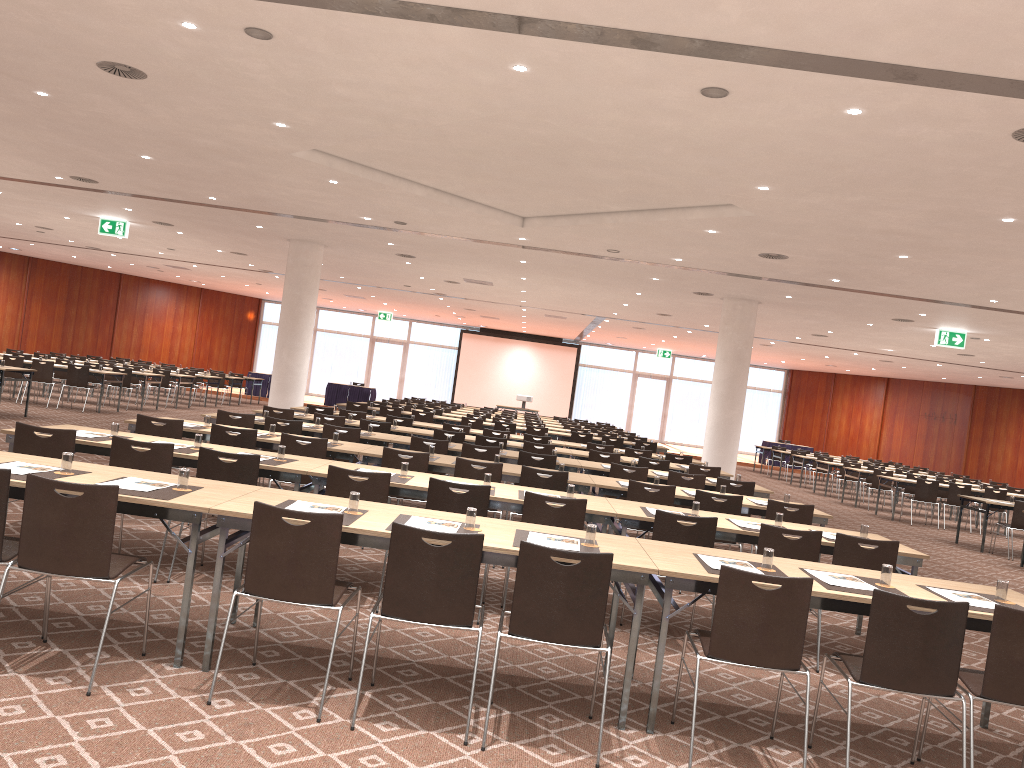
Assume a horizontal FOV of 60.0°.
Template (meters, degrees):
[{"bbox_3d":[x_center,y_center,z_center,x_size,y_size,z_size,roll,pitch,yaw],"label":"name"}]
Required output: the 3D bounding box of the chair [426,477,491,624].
[{"bbox_3d":[-0.417,1.145,6.354,0.535,0.939,0.614,8,0,2],"label":"chair"}]

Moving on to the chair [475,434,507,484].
[{"bbox_3d":[-0.333,1.181,12.276,0.535,0.939,0.614,8,0,2],"label":"chair"}]

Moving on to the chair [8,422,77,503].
[{"bbox_3d":[-3.304,0.757,6.352,0.535,0.939,0.614,8,0,2],"label":"chair"}]

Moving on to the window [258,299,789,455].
[{"bbox_3d":[0.270,-0.236,38.367,22.961,3.872,0.217,8,0,1],"label":"window"}]

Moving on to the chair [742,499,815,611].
[{"bbox_3d":[2.485,1.543,8.271,0.535,0.939,0.613,8,0,-2],"label":"chair"}]

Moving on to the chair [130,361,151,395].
[{"bbox_3d":[-10.898,-0.181,25.880,0.535,0.939,0.614,8,0,2],"label":"chair"}]

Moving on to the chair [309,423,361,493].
[{"bbox_3d":[-2.019,0.946,10.377,0.535,0.939,0.613,8,0,-2],"label":"chair"}]

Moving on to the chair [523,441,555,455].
[{"bbox_3d":[0.321,1.269,12.302,0.535,0.939,0.614,8,0,2],"label":"chair"}]

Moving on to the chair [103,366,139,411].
[{"bbox_3d":[-8.710,0.087,19.849,0.535,0.939,0.613,8,0,-2],"label":"chair"}]

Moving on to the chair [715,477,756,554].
[{"bbox_3d":[2.503,1.554,10.271,0.535,0.939,0.614,8,0,3],"label":"chair"}]

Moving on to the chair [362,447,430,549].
[{"bbox_3d":[-1.022,1.072,8.320,0.535,0.939,0.614,8,0,3],"label":"chair"}]

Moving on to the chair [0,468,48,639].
[{"bbox_3d":[-2.644,0.837,4.343,0.535,0.939,0.613,8,0,-2],"label":"chair"}]

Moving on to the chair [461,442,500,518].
[{"bbox_3d":[-0.416,1.162,10.354,0.535,0.939,0.613,8,0,-1],"label":"chair"}]

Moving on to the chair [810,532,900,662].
[{"bbox_3d":[2.414,1.525,6.314,0.535,0.939,0.614,8,0,3],"label":"chair"}]

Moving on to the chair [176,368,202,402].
[{"bbox_3d":[-9.374,0.023,25.859,0.535,0.939,0.613,8,0,-2],"label":"chair"}]

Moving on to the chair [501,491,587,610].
[{"bbox_3d":[0.244,1.233,6.302,0.535,0.939,0.613,8,0,0],"label":"chair"}]

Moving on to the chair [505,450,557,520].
[{"bbox_3d":[0.236,1.249,10.268,0.535,0.939,0.613,8,0,0],"label":"chair"}]

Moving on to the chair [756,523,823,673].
[{"bbox_3d":[1.863,1.451,6.279,0.535,0.939,0.613,8,0,-1],"label":"chair"}]

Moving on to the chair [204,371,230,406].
[{"bbox_3d":[-8.619,0.125,25.988,0.535,0.939,0.613,8,0,-1],"label":"chair"}]

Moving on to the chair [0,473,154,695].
[{"bbox_3d":[-2.106,0.909,4.300,0.535,0.939,0.613,8,0,0],"label":"chair"}]

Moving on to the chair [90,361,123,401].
[{"bbox_3d":[-9.985,-0.075,21.948,0.535,0.939,0.613,8,0,0],"label":"chair"}]

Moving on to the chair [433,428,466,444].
[{"bbox_3d":[-0.919,1.103,12.361,0.535,0.939,0.613,8,0,-2],"label":"chair"}]

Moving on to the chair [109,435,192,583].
[{"bbox_3d":[-2.613,0.849,6.308,0.535,0.939,0.614,8,0,0],"label":"chair"}]

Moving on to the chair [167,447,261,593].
[{"bbox_3d":[-2.016,0.930,6.334,0.535,0.939,0.614,8,0,2],"label":"chair"}]

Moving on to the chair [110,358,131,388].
[{"bbox_3d":[-11.551,-0.268,26.030,0.535,0.939,0.614,8,0,3],"label":"chair"}]

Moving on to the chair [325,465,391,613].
[{"bbox_3d":[-1.115,1.051,6.287,0.535,0.939,0.613,8,0,-1],"label":"chair"}]

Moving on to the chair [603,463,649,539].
[{"bbox_3d":[1.285,1.390,10.288,0.535,0.939,0.614,8,0,1],"label":"chair"}]

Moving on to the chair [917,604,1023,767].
[{"bbox_3d":[2.405,1.515,4.271,0.535,0.939,0.614,8,0,3],"label":"chair"}]

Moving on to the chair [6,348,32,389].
[{"bbox_3d":[-12.312,-0.388,22.040,0.535,0.939,0.614,8,0,2],"label":"chair"}]

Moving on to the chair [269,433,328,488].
[{"bbox_3d":[-1.984,0.943,8.376,0.535,0.939,0.613,8,0,-1],"label":"chair"}]

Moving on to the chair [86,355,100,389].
[{"bbox_3d":[-12.226,-0.359,25.980,0.535,0.939,0.613,8,0,-2],"label":"chair"}]

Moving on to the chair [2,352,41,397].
[{"bbox_3d":[-10.995,-0.219,19.962,0.535,0.939,0.613,8,0,-1],"label":"chair"}]

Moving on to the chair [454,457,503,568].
[{"bbox_3d":[-0.353,1.161,8.276,0.535,0.939,0.614,8,0,1],"label":"chair"}]

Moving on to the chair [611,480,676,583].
[{"bbox_3d":[1.238,1.376,8.330,0.535,0.939,0.614,8,0,2],"label":"chair"}]

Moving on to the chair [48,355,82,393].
[{"bbox_3d":[-10.972,-0.208,21.881,0.535,0.939,0.613,8,0,-2],"label":"chair"}]

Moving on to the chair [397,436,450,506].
[{"bbox_3d":[-1.002,1.083,10.320,0.535,0.939,0.613,8,0,-2],"label":"chair"}]

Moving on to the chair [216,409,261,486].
[{"bbox_3d":[-3.231,0.783,10.352,0.535,0.939,0.613,8,0,-2],"label":"chair"}]

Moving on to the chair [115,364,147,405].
[{"bbox_3d":[-9.365,0.008,21.858,0.535,0.939,0.613,8,0,-2],"label":"chair"}]

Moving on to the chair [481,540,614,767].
[{"bbox_3d":[0.199,1.219,4.268,0.535,0.939,0.614,8,0,2],"label":"chair"}]

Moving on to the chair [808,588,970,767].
[{"bbox_3d":[1.831,1.438,4.245,0.535,0.939,0.614,8,0,4],"label":"chair"}]

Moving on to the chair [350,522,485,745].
[{"bbox_3d":[-0.406,1.137,4.311,0.535,0.939,0.613,8,0,0],"label":"chair"}]

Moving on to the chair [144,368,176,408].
[{"bbox_3d":[-8.683,0.100,21.989,0.535,0.939,0.613,8,0,-1],"label":"chair"}]

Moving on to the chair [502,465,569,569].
[{"bbox_3d":[0.255,1.243,8.302,0.535,0.939,0.614,8,0,4],"label":"chair"}]

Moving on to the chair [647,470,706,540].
[{"bbox_3d":[1.945,1.479,10.321,0.535,0.939,0.613,8,0,-1],"label":"chair"}]

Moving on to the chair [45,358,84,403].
[{"bbox_3d":[-9.977,-0.083,19.867,0.535,0.939,0.614,8,0,3],"label":"chair"}]

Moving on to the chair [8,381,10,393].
[{"bbox_3d":[-11.665,-0.310,19.890,0.535,0.939,0.614,8,0,4],"label":"chair"}]

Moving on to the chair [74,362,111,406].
[{"bbox_3d":[-9.412,-0.007,19.999,0.535,0.939,0.613,8,0,-1],"label":"chair"}]

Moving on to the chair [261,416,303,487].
[{"bbox_3d":[-2.667,0.859,10.309,0.535,0.939,0.613,8,0,0],"label":"chair"}]

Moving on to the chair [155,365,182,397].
[{"bbox_3d":[-10.000,-0.060,25.949,0.535,0.939,0.614,8,0,1],"label":"chair"}]

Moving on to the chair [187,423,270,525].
[{"bbox_3d":[-2.611,0.858,8.343,0.535,0.939,0.614,8,0,2],"label":"chair"}]

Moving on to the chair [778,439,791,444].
[{"bbox_3d":[9.854,2.506,32.093,0.535,0.939,0.614,8,0,1],"label":"chair"}]

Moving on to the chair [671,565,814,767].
[{"bbox_3d":[1.144,1.346,4.331,0.535,0.939,0.614,8,0,3],"label":"chair"}]

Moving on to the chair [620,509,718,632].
[{"bbox_3d":[1.133,1.353,6.255,0.535,0.939,0.613,8,0,-2],"label":"chair"}]

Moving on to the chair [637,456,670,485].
[{"bbox_3d":[1.876,1.478,12.245,0.535,0.939,0.613,8,0,-2],"label":"chair"}]

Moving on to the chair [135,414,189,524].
[{"bbox_3d":[-3.291,0.767,8.317,0.535,0.939,0.613,8,0,0],"label":"chair"}]

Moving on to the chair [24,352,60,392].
[{"bbox_3d":[-11.594,-0.291,21.971,0.535,0.939,0.614,8,0,3],"label":"chair"}]

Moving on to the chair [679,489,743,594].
[{"bbox_3d":[1.834,1.455,8.245,0.535,0.939,0.614,8,0,1],"label":"chair"}]

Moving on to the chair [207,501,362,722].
[{"bbox_3d":[-1.060,1.050,4.362,0.535,0.939,0.614,8,0,3],"label":"chair"}]
